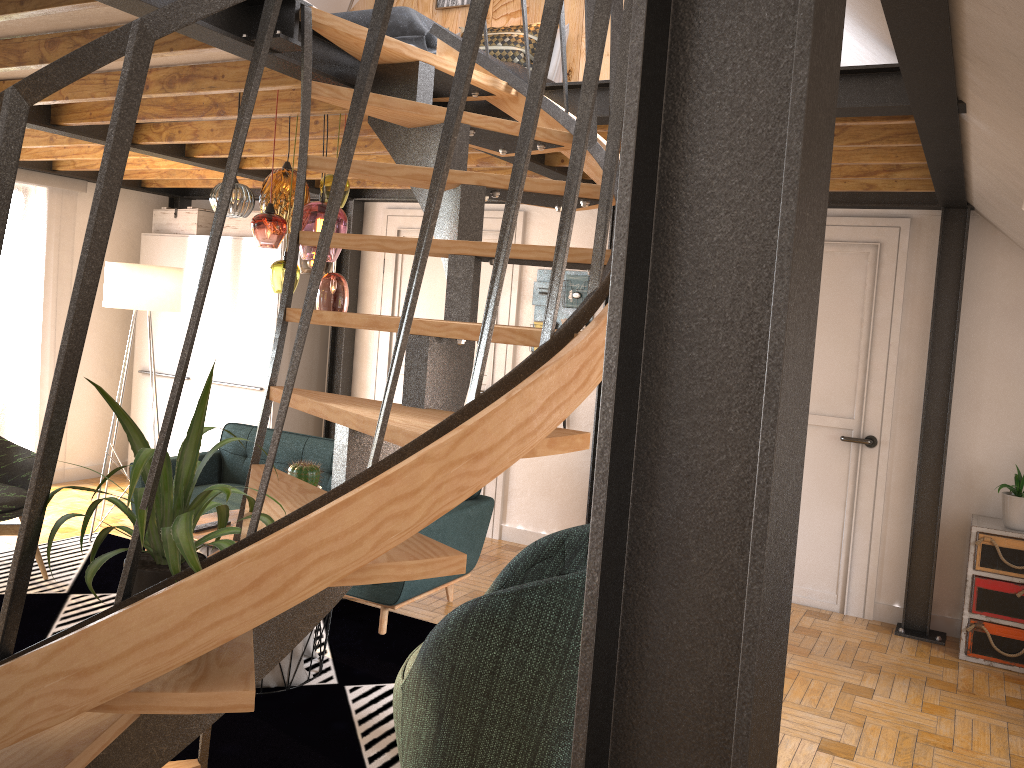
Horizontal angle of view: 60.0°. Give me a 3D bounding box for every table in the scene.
[{"bbox_3d":[-1.070,0.875,3.794,0.680,0.684,0.683,3,4,-23],"label":"table"}]

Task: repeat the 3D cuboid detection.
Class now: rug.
[{"bbox_3d":[-1.482,1.164,4.100,3.507,0.010,1.701,7,5,28],"label":"rug"}]

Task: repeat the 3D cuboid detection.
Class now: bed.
[{"bbox_3d":[-0.791,-1.914,5.276,2.126,1.019,2.290,7,5,28],"label":"bed"}]

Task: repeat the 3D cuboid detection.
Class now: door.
[{"bbox_3d":[1.619,0.147,5.296,1.202,2.296,0.088,6,3,28],"label":"door"},{"bbox_3d":[-0.542,-0.114,6.437,1.202,2.296,0.088,6,3,28],"label":"door"}]

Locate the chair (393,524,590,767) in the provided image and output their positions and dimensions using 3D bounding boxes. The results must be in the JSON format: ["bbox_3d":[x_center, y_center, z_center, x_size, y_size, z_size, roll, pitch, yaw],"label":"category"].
[{"bbox_3d":[0.070,0.907,2.841,0.901,0.962,0.898,5,4,13],"label":"chair"}]

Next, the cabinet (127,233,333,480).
[{"bbox_3d":[-2.222,-0.153,7.141,1.509,1.999,0.809,6,3,28],"label":"cabinet"}]

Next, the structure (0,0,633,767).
[{"bbox_3d":[-0.490,-0.511,2.410,1.632,3.811,2.247,7,4,43],"label":"structure"}]

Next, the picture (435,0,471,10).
[{"bbox_3d":[-0.347,-2.968,6.317,0.422,0.553,0.017,6,3,28],"label":"picture"}]

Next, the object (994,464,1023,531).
[{"bbox_3d":[2.589,0.576,4.530,0.234,0.329,0.214,6,4,33],"label":"object"}]

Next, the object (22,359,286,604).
[{"bbox_3d":[-0.699,0.227,1.807,0.528,0.590,0.458,5,3,15],"label":"object"}]

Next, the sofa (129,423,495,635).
[{"bbox_3d":[-1.146,0.726,4.930,1.977,0.781,0.825,7,4,28],"label":"sofa"}]

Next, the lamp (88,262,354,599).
[{"bbox_3d":[-1.658,0.205,5.088,2.364,1.715,0.571,7,4,36],"label":"lamp"}]

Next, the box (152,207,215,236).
[{"bbox_3d":[-2.579,-1.301,7.173,0.643,0.218,0.376,8,5,38],"label":"box"}]

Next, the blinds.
[{"bbox_3d":[-3.526,-0.391,6.566,0.124,2.282,0.667,6,3,27],"label":"blinds"}]

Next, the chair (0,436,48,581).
[{"bbox_3d":[-2.894,0.593,4.654,0.785,0.828,0.752,7,4,34],"label":"chair"}]

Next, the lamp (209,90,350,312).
[{"bbox_3d":[-0.994,-0.783,3.887,0.617,1.011,0.492,3,3,-22],"label":"lamp"}]

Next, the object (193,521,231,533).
[{"bbox_3d":[-1.269,0.594,3.710,0.051,0.013,0.207,7,5,27],"label":"object"}]

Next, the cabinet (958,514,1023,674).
[{"bbox_3d":[2.765,1.107,4.492,0.835,0.694,0.379,6,3,28],"label":"cabinet"}]

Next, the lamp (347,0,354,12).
[{"bbox_3d":[-1.164,-2.551,6.505,0.194,0.812,0.853,4,4,-19],"label":"lamp"}]

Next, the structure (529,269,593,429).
[{"bbox_3d":[0.308,-0.232,5.981,0.443,1.075,0.099,6,3,28],"label":"structure"}]

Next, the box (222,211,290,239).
[{"bbox_3d":[-1.862,-1.215,6.813,0.642,0.218,0.376,6,5,23],"label":"box"}]

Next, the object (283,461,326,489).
[{"bbox_3d":[-0.905,0.472,3.832,0.190,0.295,0.173,5,3,2],"label":"object"}]
